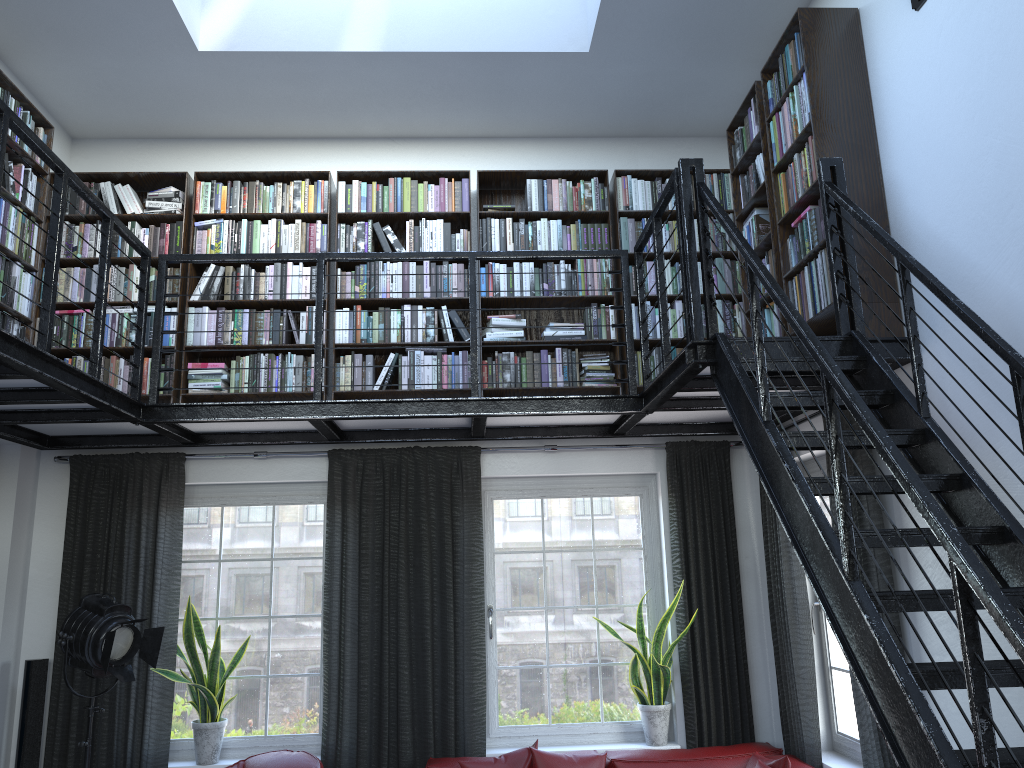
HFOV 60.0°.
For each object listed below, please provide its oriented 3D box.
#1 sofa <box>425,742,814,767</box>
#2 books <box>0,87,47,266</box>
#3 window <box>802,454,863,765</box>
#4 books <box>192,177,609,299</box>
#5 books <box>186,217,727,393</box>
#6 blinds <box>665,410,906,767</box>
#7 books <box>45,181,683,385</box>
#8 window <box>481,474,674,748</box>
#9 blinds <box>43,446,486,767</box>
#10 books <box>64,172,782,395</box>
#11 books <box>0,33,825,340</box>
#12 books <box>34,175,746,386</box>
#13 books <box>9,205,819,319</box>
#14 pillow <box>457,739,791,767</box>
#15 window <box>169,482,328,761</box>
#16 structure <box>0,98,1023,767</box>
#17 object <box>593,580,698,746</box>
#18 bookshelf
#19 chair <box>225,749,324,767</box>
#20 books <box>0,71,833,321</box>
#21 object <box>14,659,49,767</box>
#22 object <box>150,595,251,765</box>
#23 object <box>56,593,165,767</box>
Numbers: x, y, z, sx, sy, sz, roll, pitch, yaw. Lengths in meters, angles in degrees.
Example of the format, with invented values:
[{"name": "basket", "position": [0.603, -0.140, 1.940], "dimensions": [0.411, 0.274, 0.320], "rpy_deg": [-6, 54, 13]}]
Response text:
[{"name": "sofa", "position": [0.405, 2.070, 3.454], "dimensions": [2.542, 0.662, 3.251], "rpy_deg": [-1, -12, -3]}, {"name": "books", "position": [-2.665, -0.974, 3.785], "dimensions": [0.315, 1.435, 2.187], "rpy_deg": [-1, -13, -3]}, {"name": "window", "position": [1.786, 1.135, 4.557], "dimensions": [0.133, 1.619, 1.156], "rpy_deg": [-1, -13, -3]}, {"name": "books", "position": [-0.690, -0.912, 5.721], "dimensions": [2.637, 0.835, 0.211], "rpy_deg": [-1, -14, -3]}, {"name": "books", "position": [-0.301, -0.491, 5.639], "dimensions": [3.392, 1.132, 0.238], "rpy_deg": [-1, -14, -3]}, {"name": "blinds", "position": [1.535, 1.362, 4.629], "dimensions": [0.527, 2.401, 1.735], "rpy_deg": [4, -14, -21]}, {"name": "books", "position": [-0.678, -0.624, 5.636], "dimensions": [4.442, 1.409, 0.240], "rpy_deg": [-1, -14, -3]}, {"name": "window", "position": [0.370, 1.376, 5.499], "dimensions": [1.167, 1.620, 0.132], "rpy_deg": [-1, -14, -3]}, {"name": "blinds", "position": [-1.406, 1.562, 5.145], "dimensions": [2.508, 2.407, 0.124], "rpy_deg": [-1, -14, -3]}, {"name": "books", "position": [-0.670, -0.738, 5.171], "dimensions": [4.435, 1.442, 1.274], "rpy_deg": [-1, -13, -2]}, {"name": "books", "position": [-0.577, -0.996, 3.922], "dimensions": [4.377, 1.421, 2.186], "rpy_deg": [-1, -13, -4]}, {"name": "books", "position": [-0.677, -0.634, 5.643], "dimensions": [4.436, 1.425, 0.225], "rpy_deg": [-1, -14, -3]}, {"name": "books", "position": [-0.598, -0.804, 4.183], "dimensions": [4.335, 1.150, 1.584], "rpy_deg": [-1, -13, -4]}, {"name": "pillow", "position": [0.772, 2.023, 4.430], "dimensions": [1.949, 0.405, 0.978], "rpy_deg": [-11, -15, 38]}, {"name": "window", "position": [-1.632, 1.412, 5.389], "dimensions": [1.167, 1.620, 0.132], "rpy_deg": [-1, -14, -3]}, {"name": "structure", "position": [-0.520, 0.627, 3.156], "dimensions": [4.489, 3.384, 4.575], "rpy_deg": [-1, -13, -3]}, {"name": "object", "position": [0.793, 1.631, 5.172], "dimensions": [0.553, 0.948, 0.521], "rpy_deg": [2, -14, -14]}, {"name": "bookshelf", "position": [-0.601, -0.844, 4.300], "dimensions": [4.476, 1.631, 3.061], "rpy_deg": [-1, -12, -3]}, {"name": "chair", "position": [-1.367, 2.297, 4.467], "dimensions": [0.827, 0.718, 0.826], "rpy_deg": [10, -17, -41]}, {"name": "books", "position": [-0.586, -0.886, 4.445], "dimensions": [4.384, 1.417, 1.159], "rpy_deg": [-1, -13, -3]}, {"name": "object", "position": [-2.670, 2.147, 4.833], "dimensions": [0.157, 1.232, 0.156], "rpy_deg": [-5, -14, 12]}, {"name": "object", "position": [-1.870, 1.684, 5.048], "dimensions": [0.553, 0.948, 0.521], "rpy_deg": [-3, -14, 7]}, {"name": "object", "position": [-1.079, 1.914, 4.824], "dimensions": [2.904, 1.592, 0.747], "rpy_deg": [3, -14, -19]}]
